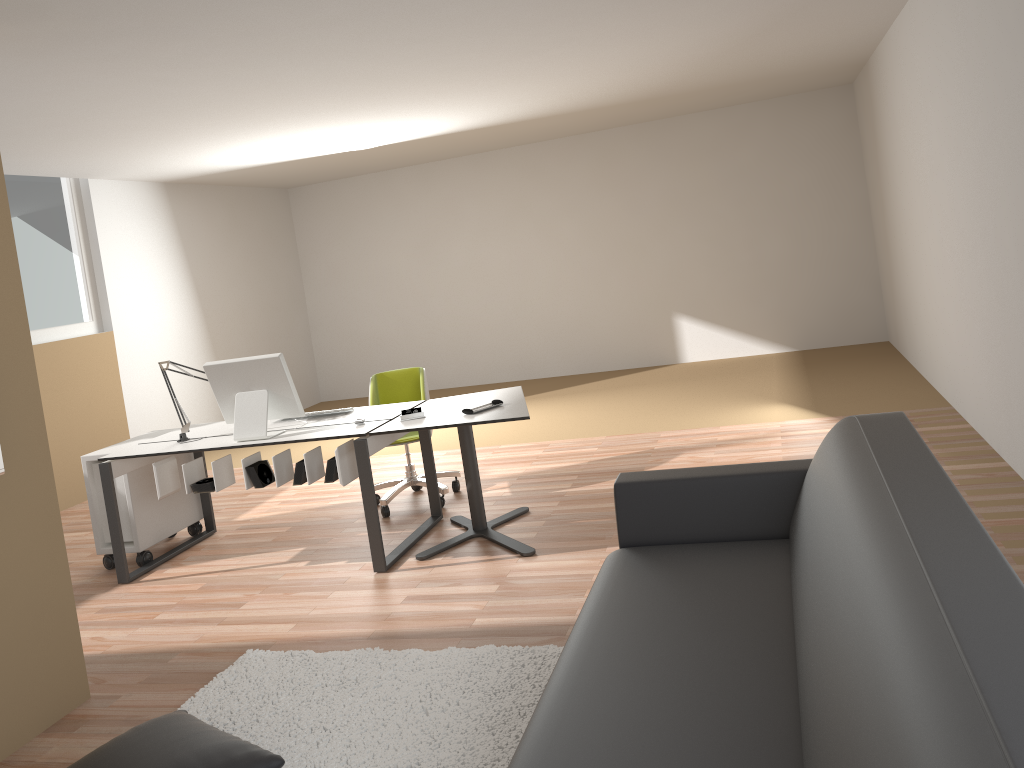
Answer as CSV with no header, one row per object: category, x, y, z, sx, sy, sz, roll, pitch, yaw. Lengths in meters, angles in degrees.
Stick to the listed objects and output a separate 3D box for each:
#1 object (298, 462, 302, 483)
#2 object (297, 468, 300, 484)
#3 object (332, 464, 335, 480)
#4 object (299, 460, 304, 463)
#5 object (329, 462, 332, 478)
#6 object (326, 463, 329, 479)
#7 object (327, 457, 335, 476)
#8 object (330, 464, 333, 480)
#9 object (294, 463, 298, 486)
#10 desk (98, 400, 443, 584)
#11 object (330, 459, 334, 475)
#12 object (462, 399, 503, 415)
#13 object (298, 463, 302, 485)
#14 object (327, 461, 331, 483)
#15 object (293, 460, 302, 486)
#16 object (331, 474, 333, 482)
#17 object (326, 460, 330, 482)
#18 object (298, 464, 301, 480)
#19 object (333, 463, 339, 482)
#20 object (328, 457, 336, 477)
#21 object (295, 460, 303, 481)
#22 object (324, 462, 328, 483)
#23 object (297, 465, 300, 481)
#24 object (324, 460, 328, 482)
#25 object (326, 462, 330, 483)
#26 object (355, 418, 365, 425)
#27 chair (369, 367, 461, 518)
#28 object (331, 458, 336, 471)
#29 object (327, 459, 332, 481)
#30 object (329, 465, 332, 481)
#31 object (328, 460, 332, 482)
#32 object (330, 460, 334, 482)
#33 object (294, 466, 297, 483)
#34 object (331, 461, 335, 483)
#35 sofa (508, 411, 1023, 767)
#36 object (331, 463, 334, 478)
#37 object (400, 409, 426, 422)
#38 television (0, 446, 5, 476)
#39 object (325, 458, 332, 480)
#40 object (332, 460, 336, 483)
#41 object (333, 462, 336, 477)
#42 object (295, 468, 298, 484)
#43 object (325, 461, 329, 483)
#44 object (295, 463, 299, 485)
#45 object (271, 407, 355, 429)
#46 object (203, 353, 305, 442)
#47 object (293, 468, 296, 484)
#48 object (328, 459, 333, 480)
object,-1.046,0.439,4.472,0.040,0.113,0.135,-8,6,17
object,-1.050,0.439,4.473,0.040,0.113,0.135,-8,6,17
object,-0.864,0.419,4.418,0.040,0.113,0.135,-8,6,17
object,-1.057,0.440,4.475,0.039,0.113,0.135,-8,6,17
object,-0.882,0.421,4.423,0.040,0.113,0.135,-8,6,17
object,-0.897,0.423,4.427,0.040,0.113,0.135,-8,6,17
object,-0.893,0.422,4.426,0.039,0.113,0.135,-8,6,17
object,-0.875,0.421,4.421,0.040,0.113,0.135,-8,6,17
object,-1.066,0.441,4.478,0.040,0.113,0.135,-8,6,17
desk,-1.314,0.586,4.906,1.593,0.683,0.815,-6,6,17
object,-0.878,0.421,4.422,0.039,0.113,0.135,-8,6,17
object,-0.148,0.116,4.446,0.219,0.030,0.089,-16,11,-43
object,-1.044,0.438,4.471,0.040,0.113,0.135,-8,6,17
object,-0.889,0.422,4.425,0.040,0.113,0.135,-8,6,17
object,-1.070,0.441,4.479,0.040,0.113,0.135,-8,6,17
object,-0.867,0.419,4.418,0.039,0.113,0.135,-8,6,17
object,-0.895,0.423,4.427,0.040,0.113,0.135,-8,6,17
object,-1.048,0.439,4.472,0.040,0.113,0.135,-8,6,17
object,-0.860,0.419,4.416,0.040,0.113,0.135,-8,6,17
object,-0.887,0.421,4.424,0.039,0.113,0.135,-8,6,17
object,-1.063,0.441,4.477,0.040,0.113,0.135,-8,6,17
object,-0.904,0.424,4.429,0.040,0.113,0.135,-8,6,17
object,-1.053,0.439,4.474,0.040,0.113,0.135,-8,6,17
object,-0.906,0.424,4.430,0.040,0.113,0.135,-8,6,17
object,-0.893,0.422,4.426,0.040,0.113,0.135,-8,6,17
object,-0.792,0.192,4.580,0.047,0.021,0.085,-9,8,-3
chair,-0.671,0.340,5.539,0.623,0.806,0.601,-9,4,-8
object,-0.876,0.420,4.421,0.039,0.113,0.135,-8,6,17
object,-0.891,0.422,4.425,0.040,0.113,0.135,-8,6,17
object,-0.880,0.421,4.422,0.040,0.113,0.135,-8,6,17
object,-0.884,0.421,4.423,0.040,0.113,0.135,-8,6,17
object,-0.873,0.420,4.420,0.040,0.113,0.135,-8,6,17
object,-1.068,0.441,4.478,0.040,0.113,0.135,-8,6,17
object,-0.867,0.420,4.418,0.040,0.113,0.135,-8,6,17
sofa,0.517,0.688,1.875,0.947,0.829,2.290,-7,8,17
object,-0.871,0.420,4.420,0.040,0.113,0.135,-8,6,17
object,-0.511,0.150,4.502,0.130,0.055,0.049,-10,5,-8
television,-1.979,0.139,2.474,0.054,0.574,1.191,-8,7,17
object,-0.902,0.423,4.429,0.040,0.113,0.135,-8,6,17
object,-0.862,0.419,4.417,0.040,0.113,0.135,-8,6,17
object,-0.860,0.419,4.416,0.039,0.113,0.135,-8,6,17
object,-1.061,0.440,4.476,0.040,0.113,0.135,-8,6,17
object,-0.899,0.423,4.428,0.040,0.113,0.135,-8,6,17
object,-1.059,0.440,4.476,0.039,0.113,0.135,-8,6,17
object,-1.168,0.216,4.948,0.454,0.079,0.393,-7,8,12
object,-1.358,0.066,4.639,0.464,0.429,0.199,-7,3,17
object,-1.072,0.441,4.480,0.040,0.113,0.135,-8,6,17
object,-0.885,0.421,4.424,0.039,0.113,0.135,-8,6,17
